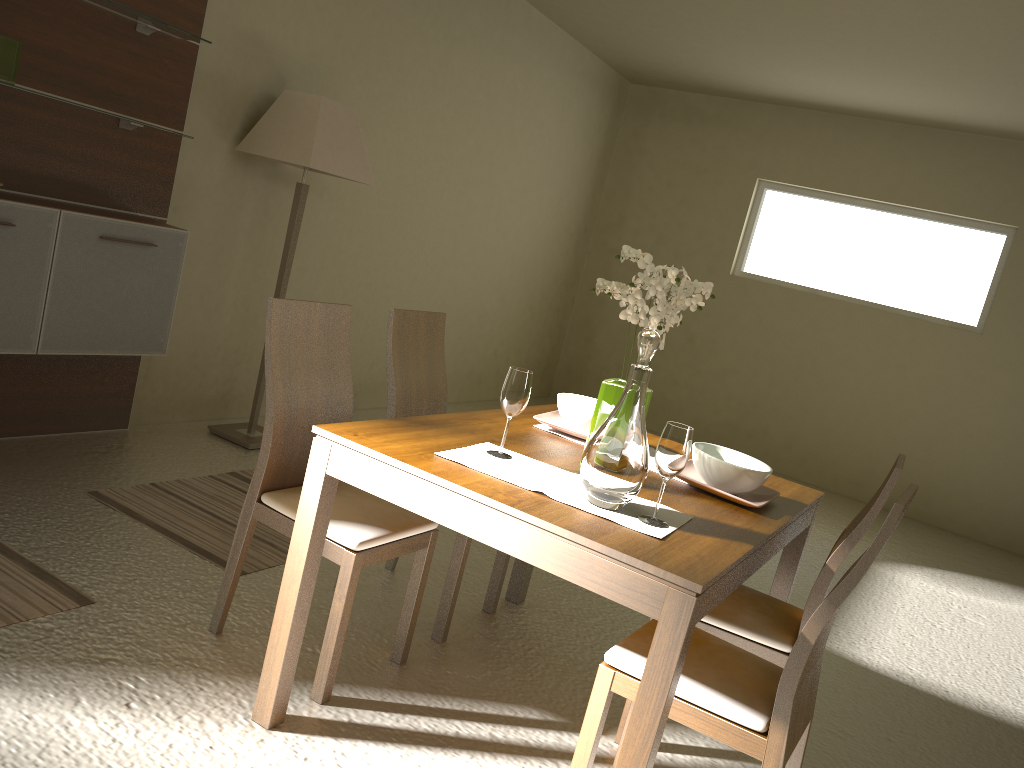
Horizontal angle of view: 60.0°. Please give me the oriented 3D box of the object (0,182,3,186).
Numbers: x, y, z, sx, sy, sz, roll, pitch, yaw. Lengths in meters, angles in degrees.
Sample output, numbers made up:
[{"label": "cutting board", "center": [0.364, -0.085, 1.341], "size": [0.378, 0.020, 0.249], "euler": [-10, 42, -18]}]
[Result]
[{"label": "object", "center": [-1.987, -0.721, 3.123], "size": [0.337, 0.053, 0.337], "euler": [9, 10, -31]}]

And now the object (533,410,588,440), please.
[{"label": "object", "center": [0.237, 0.149, 2.843], "size": [0.283, 0.033, 0.283], "euler": [18, 9, 21]}]

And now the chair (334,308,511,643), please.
[{"label": "chair", "center": [-0.243, 0.295, 3.149], "size": [0.507, 1.017, 0.404], "euler": [18, 10, 24]}]

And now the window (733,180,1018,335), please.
[{"label": "window", "center": [2.920, -1.069, 7.317], "size": [2.025, 0.848, 0.100], "euler": [19, 10, 27]}]

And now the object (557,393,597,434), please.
[{"label": "object", "center": [0.247, 0.110, 2.837], "size": [0.233, 0.101, 0.233], "euler": [17, 9, 16]}]

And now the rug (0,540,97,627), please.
[{"label": "rug", "center": [-1.982, 0.540, 2.137], "size": [0.842, 0.007, 1.613], "euler": [19, 10, 28]}]

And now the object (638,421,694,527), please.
[{"label": "object", "center": [0.351, 0.204, 2.014], "size": [0.075, 0.232, 0.075], "euler": [12, 9, -14]}]

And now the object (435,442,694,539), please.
[{"label": "object", "center": [0.129, 0.245, 2.167], "size": [0.589, 0.010, 0.287], "euler": [18, 10, 24]}]

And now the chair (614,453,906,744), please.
[{"label": "chair", "center": [0.729, 0.628, 2.603], "size": [0.507, 1.017, 0.404], "euler": [18, 10, 24]}]

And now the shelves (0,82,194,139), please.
[{"label": "shelves", "center": [-2.080, -1.085, 2.841], "size": [0.255, 0.008, 2.463], "euler": [19, 10, 27]}]

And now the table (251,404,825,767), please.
[{"label": "table", "center": [0.181, 0.608, 2.598], "size": [1.000, 0.790, 1.411], "euler": [19, 10, 27]}]

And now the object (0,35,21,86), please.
[{"label": "object", "center": [-1.856, -1.170, 3.182], "size": [0.112, 0.160, 0.111], "euler": [19, 10, 27]}]

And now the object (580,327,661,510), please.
[{"label": "object", "center": [0.268, 0.076, 2.046], "size": [0.156, 0.426, 0.156], "euler": [11, 9, -21]}]

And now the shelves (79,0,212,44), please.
[{"label": "shelves", "center": [-1.981, -1.476, 2.780], "size": [0.255, 0.008, 2.463], "euler": [19, 10, 27]}]

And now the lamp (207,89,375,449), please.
[{"label": "lamp", "center": [-1.170, -0.566, 4.561], "size": [0.499, 1.782, 0.499], "euler": [19, 10, 27]}]

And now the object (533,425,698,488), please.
[{"label": "object", "center": [0.382, 0.213, 2.779], "size": [0.589, 0.010, 0.287], "euler": [19, 10, 30]}]

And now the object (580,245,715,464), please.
[{"label": "object", "center": [0.321, -0.051, 2.381], "size": [0.304, 0.608, 0.302], "euler": [19, 10, 30]}]

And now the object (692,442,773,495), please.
[{"label": "object", "center": [0.617, 0.253, 2.536], "size": [0.232, 0.107, 0.233], "euler": [21, 11, 38]}]

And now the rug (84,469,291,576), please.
[{"label": "rug", "center": [-0.914, 0.527, 3.945], "size": [0.843, 0.010, 1.613], "euler": [19, 10, 27]}]

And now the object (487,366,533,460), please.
[{"label": "object", "center": [-0.004, 0.074, 2.287], "size": [0.075, 0.232, 0.075], "euler": [12, 9, -14]}]

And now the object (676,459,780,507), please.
[{"label": "object", "center": [0.605, 0.291, 2.544], "size": [0.283, 0.041, 0.283], "euler": [19, 10, 26]}]

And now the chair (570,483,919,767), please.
[{"label": "chair", "center": [0.531, 0.655, 2.115], "size": [0.507, 1.017, 0.404], "euler": [19, 10, 28]}]

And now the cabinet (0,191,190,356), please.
[{"label": "cabinet", "center": [-2.196, -0.419, 2.918], "size": [0.372, 0.570, 2.463], "euler": [19, 10, 27]}]

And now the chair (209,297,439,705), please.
[{"label": "chair", "center": [-0.513, 0.309, 2.624], "size": [0.507, 1.017, 0.404], "euler": [19, 10, 27]}]
